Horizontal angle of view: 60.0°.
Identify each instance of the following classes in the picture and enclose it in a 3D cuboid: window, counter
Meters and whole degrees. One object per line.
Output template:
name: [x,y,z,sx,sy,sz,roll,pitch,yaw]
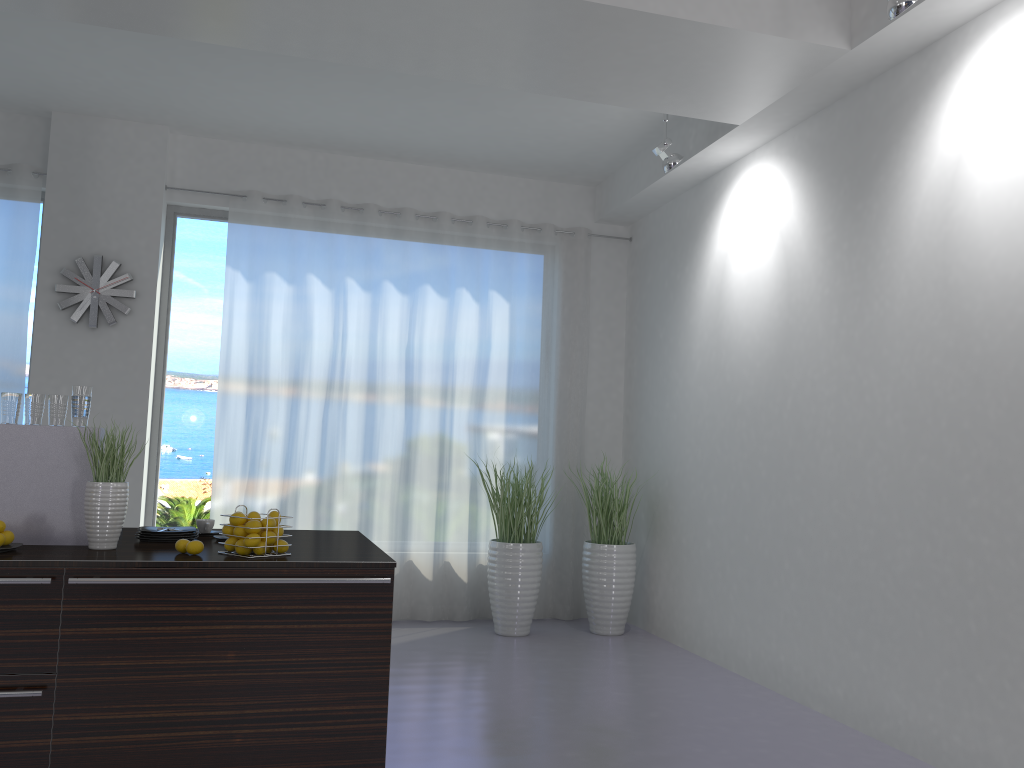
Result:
window: [-1.146,0.021,6.844,3.000,2.500,0.100,3,-5,-16]
counter: [-2.184,0.796,3.370,3.291,1.300,1.302,3,-5,-16]
window: [-4.749,-0.199,5.831,3.000,2.500,0.100,3,-5,-16]

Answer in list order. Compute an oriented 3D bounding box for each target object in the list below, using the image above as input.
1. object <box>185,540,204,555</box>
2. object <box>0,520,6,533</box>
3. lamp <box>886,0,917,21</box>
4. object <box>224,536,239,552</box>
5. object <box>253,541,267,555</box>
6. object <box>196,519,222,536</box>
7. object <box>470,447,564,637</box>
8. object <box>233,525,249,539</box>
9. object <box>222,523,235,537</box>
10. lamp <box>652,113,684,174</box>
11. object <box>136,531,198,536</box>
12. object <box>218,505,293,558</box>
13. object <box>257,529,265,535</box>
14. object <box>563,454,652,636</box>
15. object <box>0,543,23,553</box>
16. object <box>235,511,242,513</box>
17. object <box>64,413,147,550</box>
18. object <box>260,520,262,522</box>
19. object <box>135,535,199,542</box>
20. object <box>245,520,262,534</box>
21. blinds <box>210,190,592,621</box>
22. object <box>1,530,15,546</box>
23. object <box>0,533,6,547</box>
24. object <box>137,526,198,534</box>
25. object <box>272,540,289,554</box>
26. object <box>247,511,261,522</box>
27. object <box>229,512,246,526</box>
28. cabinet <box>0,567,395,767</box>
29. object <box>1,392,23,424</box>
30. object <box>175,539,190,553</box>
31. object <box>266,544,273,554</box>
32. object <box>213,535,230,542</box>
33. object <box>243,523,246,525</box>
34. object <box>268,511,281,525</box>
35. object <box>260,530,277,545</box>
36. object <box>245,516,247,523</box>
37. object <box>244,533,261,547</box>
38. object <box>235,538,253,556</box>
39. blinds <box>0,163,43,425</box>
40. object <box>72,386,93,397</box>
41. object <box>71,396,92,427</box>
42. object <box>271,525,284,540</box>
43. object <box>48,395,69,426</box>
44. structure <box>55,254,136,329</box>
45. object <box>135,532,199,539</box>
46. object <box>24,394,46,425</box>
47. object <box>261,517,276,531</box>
object: [-1.144,0.590,3.197,0.063,0.051,0.053,3,-5,-12]
object: [-1.817,0.503,3.127,0.063,0.048,0.053,-2,-6,40]
lamp: [1.498,-1.665,3.444,0.185,0.511,0.150,3,-5,-16]
object: [-1.028,0.588,3.265,0.060,0.057,0.052,3,-5,-14]
object: [-0.917,0.597,3.229,0.051,0.053,0.063,3,-5,-8]
object: [-1.362,0.637,3.934,0.153,0.069,0.153,1,-5,18]
object: [0.027,1.107,6.305,0.713,1.334,0.656,3,-5,-15]
object: [-0.990,0.543,3.248,0.062,0.053,0.052,7,-7,-44]
object: [-1.042,0.542,3.281,0.063,0.051,0.053,-2,-7,43]
lamp: [0.950,-1.526,5.363,0.185,0.511,0.150,3,-5,-16]
object: [-1.421,0.616,3.659,0.232,0.020,0.232,3,-5,-12]
object: [-0.950,0.543,3.291,0.207,0.174,0.189,-2,-6,39]
object: [-0.923,0.560,3.264,0.051,0.053,0.062,3,-5,-8]
object: [0.653,1.148,6.514,0.656,1.334,0.713,5,-6,-31]
object: [-1.844,0.569,3.077,0.232,0.020,0.232,3,-5,-7]
object: [-1.025,0.505,3.308,0.052,0.060,0.057,5,-5,-28]
object: [-1.487,0.358,3.287,0.247,0.502,0.269,0,-5,27]
object: [-0.932,0.534,3.322,0.055,0.051,0.061,4,-5,-21]
object: [-1.422,0.636,3.657,0.232,0.020,0.232,3,-5,-7]
object: [-0.941,0.521,3.225,0.061,0.052,0.053,2,-5,-3]
blinds: [-0.751,0.212,6.710,2.830,3.112,0.120,3,-5,-16]
object: [-1.796,0.545,3.141,0.051,0.053,0.063,0,-5,25]
object: [-1.796,0.545,3.083,0.061,0.054,0.052,6,-6,-39]
object: [-1.604,0.538,3.695,0.646,0.147,0.269,1,-5,9]
object: [-0.860,0.604,3.294,0.053,0.052,0.062,0,-5,24]
object: [-0.958,0.499,3.292,0.051,0.053,0.063,3,-5,-14]
object: [-1.008,0.498,3.258,0.063,0.051,0.053,-1,-6,32]
cabinet: [-2.191,1.018,3.341,3.285,0.852,1.377,3,-5,-16]
object: [-1.904,0.094,3.369,0.072,0.119,0.071,0,-5,24]
object: [-1.197,0.591,3.233,0.063,0.051,0.053,-2,-7,43]
object: [-0.917,0.606,3.309,0.050,0.055,0.061,-1,-6,30]
object: [-1.169,0.628,3.741,0.153,0.069,0.153,6,-6,-42]
object: [-0.990,0.544,3.304,0.064,0.053,0.051,3,-5,-13]
object: [-0.892,0.506,3.330,0.050,0.060,0.059,4,-5,-16]
object: [-0.895,0.564,3.252,0.061,0.055,0.051,6,-6,-36]
object: [-0.992,0.522,3.348,0.053,0.051,0.063,-1,-5,30]
object: [-0.936,0.565,3.196,0.061,0.054,0.052,6,-6,-39]
object: [-0.975,0.594,3.235,0.064,0.063,0.074,2,-5,5]
blinds: [-4.852,-0.038,5.557,3.245,3.112,0.120,3,-5,-16]
object: [-1.670,0.069,3.438,0.072,0.119,0.071,0,-5,24]
object: [-1.671,0.108,3.434,0.072,0.119,0.071,0,-5,24]
object: [-0.881,0.554,3.311,0.053,0.054,0.061,-1,-6,30]
object: [-1.749,0.103,3.413,0.072,0.119,0.071,0,-5,24]
structure: [-2.841,-0.633,6.055,0.505,0.505,0.076,3,-5,-16]
object: [-1.421,0.626,3.658,0.232,0.020,0.232,3,-5,-7]
object: [-1.826,0.099,3.391,0.072,0.119,0.071,0,-5,24]
object: [-0.895,0.514,3.262,0.051,0.053,0.063,2,-5,-3]
